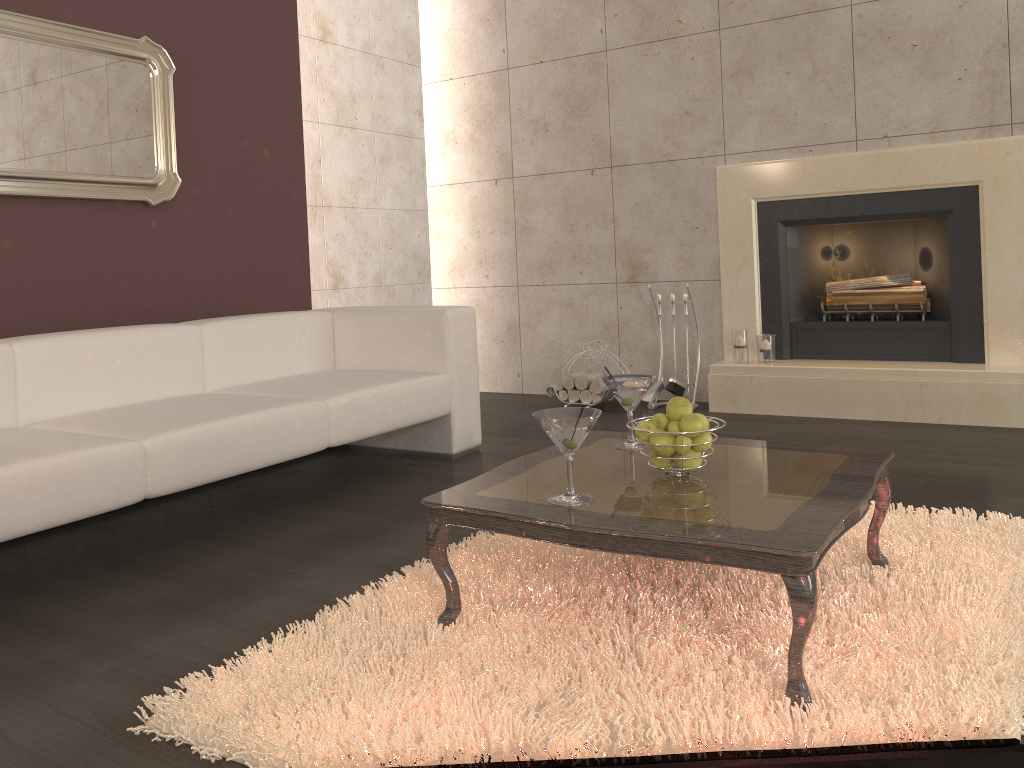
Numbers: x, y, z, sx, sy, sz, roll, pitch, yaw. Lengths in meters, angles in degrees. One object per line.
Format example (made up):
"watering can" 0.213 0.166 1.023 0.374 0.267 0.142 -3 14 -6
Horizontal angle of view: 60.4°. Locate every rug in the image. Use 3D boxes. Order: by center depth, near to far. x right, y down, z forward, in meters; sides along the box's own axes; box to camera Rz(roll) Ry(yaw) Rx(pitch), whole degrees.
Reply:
"rug" 0.400 0.515 2.095 1.508 0.067 2.014 2 9 32

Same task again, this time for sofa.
"sofa" -1.253 0.127 3.135 0.943 0.647 2.806 1 8 32

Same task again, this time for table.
"table" 0.389 0.367 2.114 0.904 0.301 0.922 2 8 31

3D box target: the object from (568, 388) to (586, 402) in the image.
"object" 0.424 0.049 5.090 0.082 0.073 0.278 0 8 32

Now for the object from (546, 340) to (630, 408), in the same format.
"object" 0.481 -0.062 5.107 0.430 0.378 0.506 0 6 32

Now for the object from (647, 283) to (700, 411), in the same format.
"object" 0.905 -0.214 4.913 0.263 0.696 0.218 -1 2 32

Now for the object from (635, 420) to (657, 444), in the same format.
"object" 0.320 0.115 2.095 0.054 0.054 0.054 -3 4 -5

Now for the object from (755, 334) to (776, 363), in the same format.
"object" 1.362 -0.190 4.719 0.108 0.147 0.108 0 4 37

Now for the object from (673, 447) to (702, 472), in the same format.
"object" 0.413 0.174 2.074 0.069 0.063 0.068 -4 5 -13

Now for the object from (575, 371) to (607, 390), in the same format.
"object" 0.455 -0.019 5.049 0.079 0.076 0.254 0 8 32

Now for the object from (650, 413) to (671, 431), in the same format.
"object" 0.359 0.095 2.122 0.046 0.049 0.050 -6 6 -43

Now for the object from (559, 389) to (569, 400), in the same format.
"object" 0.358 0.046 5.112 0.057 0.057 0.254 0 8 32

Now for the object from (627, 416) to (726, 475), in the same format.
"object" 0.394 0.152 2.101 0.234 0.118 0.235 -4 6 -13

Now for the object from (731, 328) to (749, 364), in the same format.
"object" 1.232 -0.206 4.748 0.098 0.183 0.098 -3 3 -15

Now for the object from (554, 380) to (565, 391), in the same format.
"object" 0.331 -0.007 5.127 0.057 0.057 0.254 0 8 32

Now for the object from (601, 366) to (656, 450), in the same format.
"object" 0.327 0.065 2.447 0.151 0.216 0.152 -2 3 8

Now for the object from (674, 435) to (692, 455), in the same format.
"object" 0.395 0.141 2.034 0.044 0.045 0.046 -1 5 24

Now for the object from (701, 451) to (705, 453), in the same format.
"object" 0.449 0.144 2.126 0.051 0.048 0.051 0 5 27

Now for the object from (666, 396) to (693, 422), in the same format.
"object" 0.399 0.062 2.103 0.062 0.064 0.063 0 5 32

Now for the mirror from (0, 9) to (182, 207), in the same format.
"mirror" -2.140 -1.167 3.636 0.047 0.819 1.798 -2 6 32

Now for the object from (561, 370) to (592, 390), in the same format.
"object" 0.381 -0.026 5.094 0.081 0.082 0.254 0 7 32

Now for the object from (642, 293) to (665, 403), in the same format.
"object" 0.799 -0.207 4.936 0.125 0.601 0.116 -3 1 -18

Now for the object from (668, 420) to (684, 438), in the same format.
"object" 0.389 0.108 2.071 0.045 0.043 0.046 -2 4 3

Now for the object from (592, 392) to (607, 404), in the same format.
"object" 0.536 0.065 4.996 0.061 0.059 0.245 0 8 32

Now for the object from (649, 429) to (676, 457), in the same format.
"object" 0.354 0.138 2.058 0.066 0.065 0.066 -3 4 -1

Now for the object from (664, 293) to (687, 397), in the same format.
"object" 0.904 -0.215 4.907 0.137 0.586 0.070 -3 1 -34

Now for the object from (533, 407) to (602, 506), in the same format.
"object" 0.124 0.145 1.920 0.151 0.216 0.152 -1 3 25

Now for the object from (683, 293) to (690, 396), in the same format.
"object" 0.956 -0.219 4.842 0.027 0.563 0.106 -2 1 25

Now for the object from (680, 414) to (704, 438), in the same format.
"object" 0.415 0.097 2.035 0.053 0.051 0.054 0 5 33

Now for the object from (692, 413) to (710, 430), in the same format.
"object" 0.443 0.100 2.104 0.057 0.061 0.063 -2 4 2

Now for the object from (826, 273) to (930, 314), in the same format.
"object" 1.934 -0.480 4.675 0.513 0.211 0.222 2 6 32

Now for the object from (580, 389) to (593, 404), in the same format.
"object" 0.482 0.054 5.036 0.079 0.076 0.254 0 8 32

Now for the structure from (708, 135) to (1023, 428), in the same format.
"structure" 1.830 -0.533 4.569 1.524 1.336 0.591 0 3 32

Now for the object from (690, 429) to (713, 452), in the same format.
"object" 0.440 0.132 2.054 0.053 0.051 0.054 1 6 36

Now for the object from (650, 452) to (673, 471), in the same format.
"object" 0.357 0.179 2.103 0.055 0.054 0.055 1 6 43

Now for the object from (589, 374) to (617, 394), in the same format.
"object" 0.535 -0.001 5.006 0.080 0.078 0.264 0 8 32
